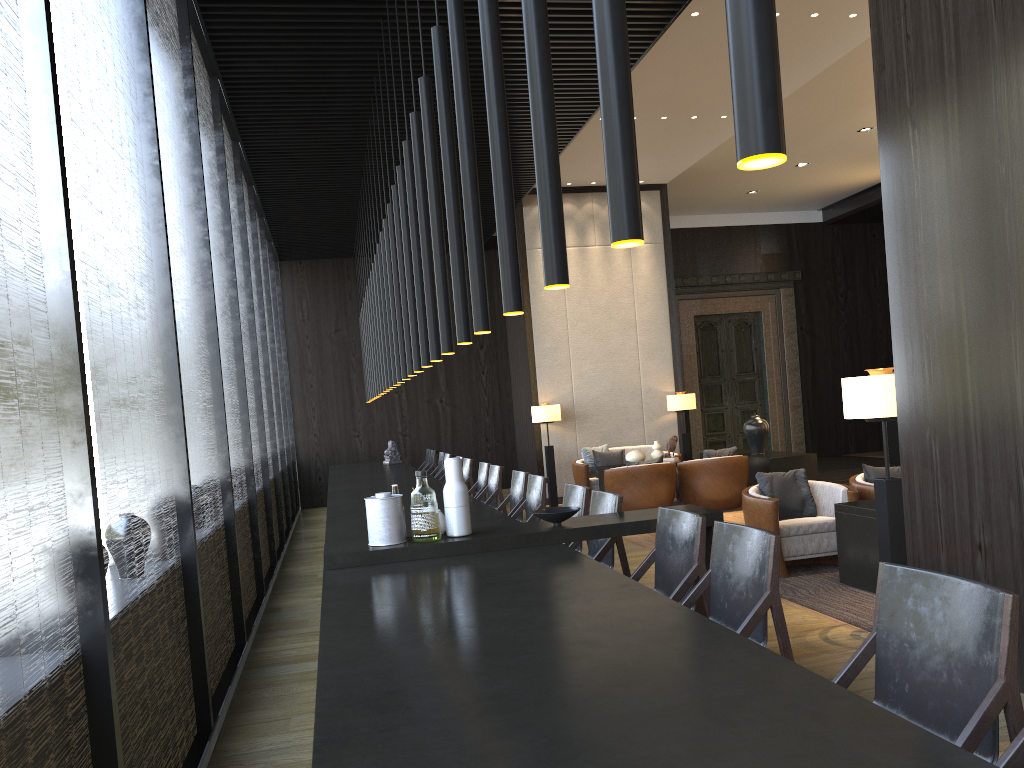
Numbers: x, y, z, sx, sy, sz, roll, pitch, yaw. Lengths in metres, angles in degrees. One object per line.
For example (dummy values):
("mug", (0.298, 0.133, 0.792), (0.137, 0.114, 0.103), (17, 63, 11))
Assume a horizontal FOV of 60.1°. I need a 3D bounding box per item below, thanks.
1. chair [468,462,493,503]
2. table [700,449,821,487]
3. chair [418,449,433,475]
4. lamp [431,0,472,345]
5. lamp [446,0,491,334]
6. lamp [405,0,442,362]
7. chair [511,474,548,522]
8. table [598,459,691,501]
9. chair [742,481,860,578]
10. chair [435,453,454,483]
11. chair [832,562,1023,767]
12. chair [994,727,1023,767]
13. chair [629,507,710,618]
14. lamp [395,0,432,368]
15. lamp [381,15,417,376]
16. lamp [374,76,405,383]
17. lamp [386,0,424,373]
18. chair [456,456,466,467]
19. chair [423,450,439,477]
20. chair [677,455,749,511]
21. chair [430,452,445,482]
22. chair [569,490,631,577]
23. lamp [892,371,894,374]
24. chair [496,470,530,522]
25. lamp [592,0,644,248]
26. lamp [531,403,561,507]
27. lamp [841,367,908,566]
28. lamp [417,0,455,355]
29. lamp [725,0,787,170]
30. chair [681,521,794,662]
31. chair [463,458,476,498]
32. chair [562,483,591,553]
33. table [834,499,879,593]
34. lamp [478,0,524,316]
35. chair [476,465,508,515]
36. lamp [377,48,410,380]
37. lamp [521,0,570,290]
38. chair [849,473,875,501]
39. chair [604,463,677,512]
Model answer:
("chair", (-0.413, 1.166, 8.280), (0.562, 0.828, 0.525), (-5, 1, -12))
("table", (2.996, 1.110, 10.924), (0.619, 0.513, 1.961), (-5, -1, -12))
("chair", (-1.380, 1.386, 13.025), (0.562, 0.828, 0.525), (-5, 1, -12))
("lamp", (-0.291, -1.369, 3.547), (0.060, 2.424, 0.060), (-5, 2, -17))
("lamp", (-0.205, -1.388, 3.124), (0.060, 2.424, 0.060), (-5, 2, -17))
("lamp", (-0.488, -1.324, 4.515), (0.060, 2.424, 0.060), (-5, 2, -17))
("chair", (0.018, 1.068, 6.160), (0.562, 0.828, 0.525), (-5, 1, -12))
("table", (1.634, 1.218, 10.676), (1.041, 0.518, 0.575), (-5, 0, -11))
("chair", (2.033, 1.017, 6.343), (0.803, 0.605, 0.606), (-5, 0, -11))
("chair", (-0.943, 1.287, 10.880), (0.562, 0.828, 0.525), (-5, 1, -12))
("chair", (0.854, 0.878, 2.055), (0.562, 0.828, 0.525), (-5, 1, -12))
("chair", (0.969, 0.851, 1.492), (0.562, 0.828, 0.525), (-5, 1, -12))
("chair", (0.537, 0.950, 3.611), (0.562, 0.828, 0.525), (-5, 1, -12))
("lamp", (-0.579, -1.303, 4.962), (0.060, 2.424, 0.060), (-5, 2, -17))
("lamp", (-0.764, -1.261, 5.874), (0.060, 2.424, 0.060), (-5, 2, -17))
("lamp", (-0.960, -1.216, 6.834), (0.060, 2.424, 0.060), (-5, 2, -17))
("lamp", (-0.676, -1.281, 5.437), (0.060, 2.424, 0.060), (-5, 2, -17))
("chair", (-0.735, 1.239, 9.862), (0.562, 0.828, 0.525), (-5, 1, -12))
("chair", (-1.265, 1.360, 12.462), (0.562, 0.828, 0.525), (-5, 1, -12))
("chair", (2.276, 1.101, 9.849), (0.803, 0.605, 0.606), (-5, 0, -11))
("chair", (-1.058, 1.313, 11.443), (0.562, 0.828, 0.525), (-5, 1, -12))
("chair", (0.335, 0.996, 4.604), (0.562, 0.828, 0.525), (-5, 1, -12))
("lamp", (5.907, 0.165, 13.356), (0.336, 0.730, 0.337), (-6, 1, -39))
("chair", (-0.097, 1.094, 6.724), (0.562, 0.828, 0.525), (-5, 1, -12))
("lamp", (0.111, -1.460, 1.575), (0.060, 2.424, 0.060), (-5, 2, -17))
("lamp", (0.487, 0.921, 11.467), (0.375, 1.353, 0.374), (-4, 2, 18))
("lamp", (1.911, 0.597, 4.477), (0.375, 1.353, 0.374), (-4, 2, 18))
("lamp", (-0.395, -1.345, 4.059), (0.060, 2.424, 0.060), (-5, 2, -17))
("lamp", (0.213, -1.483, 1.073), (0.060, 2.424, 0.060), (-5, 2, -17))
("chair", (0.652, 0.924, 3.048), (0.562, 0.828, 0.525), (-5, 1, -12))
("chair", (-0.621, 1.213, 9.298), (0.562, 0.828, 0.525), (-5, 1, -12))
("chair", (0.220, 1.022, 5.168), (0.562, 0.828, 0.525), (-5, 1, -12))
("table", (2.674, 0.981, 5.567), (1.041, 0.518, 0.575), (-5, 0, -11))
("lamp", (-0.095, -1.413, 2.584), (0.060, 2.424, 0.060), (-5, 2, -17))
("chair", (-0.299, 1.140, 7.716), (0.562, 0.828, 0.525), (-5, 1, -12))
("lamp", (-0.865, -1.238, 6.365), (0.060, 2.424, 0.060), (-5, 2, -7))
("lamp", (0.008, -1.437, 2.079), (0.060, 2.424, 0.060), (-5, 2, -17))
("chair", (2.869, 0.953, 6.512), (0.803, 0.605, 0.606), (-5, 0, -11))
("chair", (1.441, 1.165, 9.680), (0.803, 0.605, 0.606), (-5, 0, -11))
